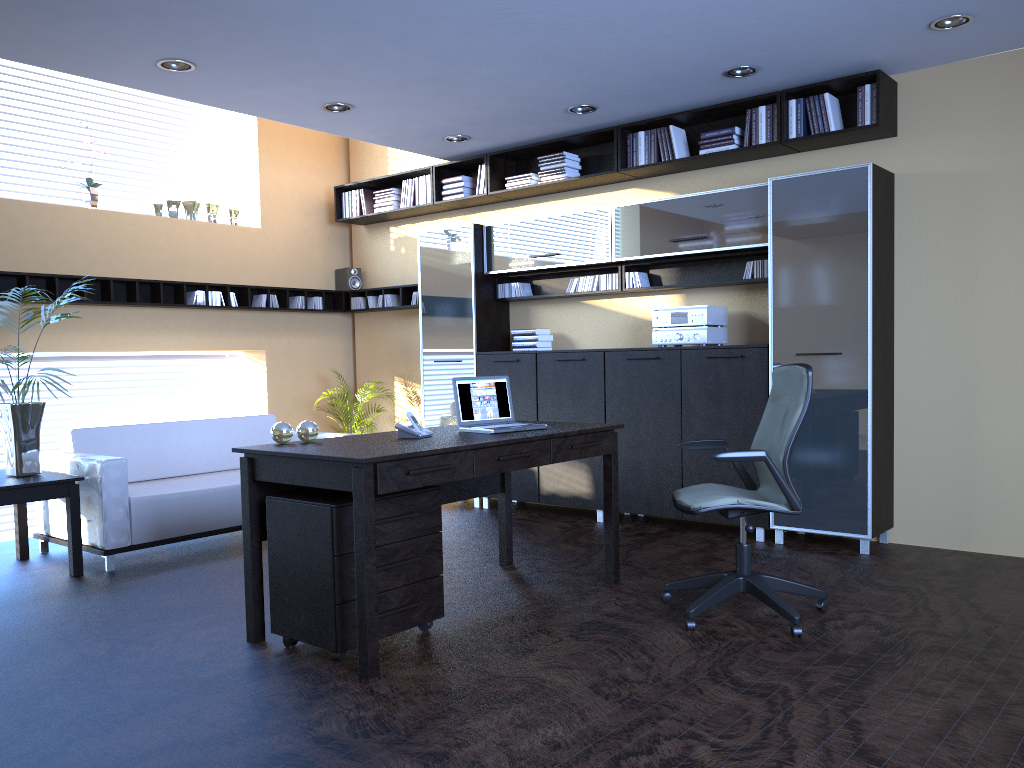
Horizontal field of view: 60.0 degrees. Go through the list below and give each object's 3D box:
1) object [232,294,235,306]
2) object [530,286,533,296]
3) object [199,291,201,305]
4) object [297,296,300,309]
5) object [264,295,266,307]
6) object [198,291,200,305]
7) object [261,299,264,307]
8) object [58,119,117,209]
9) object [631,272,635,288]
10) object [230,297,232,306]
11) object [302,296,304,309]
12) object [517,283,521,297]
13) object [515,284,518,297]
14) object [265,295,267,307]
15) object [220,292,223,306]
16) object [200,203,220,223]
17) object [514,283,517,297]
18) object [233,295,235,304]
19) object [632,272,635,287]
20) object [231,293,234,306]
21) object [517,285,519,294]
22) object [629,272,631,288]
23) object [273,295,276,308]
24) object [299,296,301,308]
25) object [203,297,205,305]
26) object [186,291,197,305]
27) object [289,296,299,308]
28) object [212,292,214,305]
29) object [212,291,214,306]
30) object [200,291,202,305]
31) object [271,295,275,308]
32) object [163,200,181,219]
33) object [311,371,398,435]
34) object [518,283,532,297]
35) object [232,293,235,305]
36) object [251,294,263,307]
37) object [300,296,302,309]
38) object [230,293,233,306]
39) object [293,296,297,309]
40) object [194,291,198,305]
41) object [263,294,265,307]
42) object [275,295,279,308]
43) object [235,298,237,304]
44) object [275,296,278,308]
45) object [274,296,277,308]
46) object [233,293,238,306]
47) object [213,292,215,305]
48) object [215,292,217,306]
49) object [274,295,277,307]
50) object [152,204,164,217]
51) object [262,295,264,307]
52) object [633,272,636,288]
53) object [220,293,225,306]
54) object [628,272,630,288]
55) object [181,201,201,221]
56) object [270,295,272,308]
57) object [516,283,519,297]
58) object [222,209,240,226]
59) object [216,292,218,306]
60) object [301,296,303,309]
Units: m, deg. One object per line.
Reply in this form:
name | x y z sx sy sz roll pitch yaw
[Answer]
object | -2.537 -0.752 7.934 0.142 0.120 0.030 1 4 39
object | 0.119 -0.796 7.505 0.036 0.116 0.140 1 3 39
object | -2.743 -0.741 7.680 0.142 0.120 0.009 1 4 39
object | -2.085 -0.778 8.489 0.142 0.120 0.030 1 4 39
object | -2.327 -0.764 8.196 0.140 0.118 0.026 1 4 39
object | -2.749 -0.740 7.671 0.142 0.120 0.009 1 4 39
object | -2.339 -0.764 8.180 0.142 0.120 0.030 1 4 39
object | -3.383 -1.753 7.176 0.351 0.696 0.436 0 3 19
object | 0.953 -0.795 6.817 0.009 0.120 0.142 1 3 39
object | -2.548 -0.751 7.916 0.142 0.120 0.030 1 4 39
object | -2.049 -0.780 8.527 0.142 0.120 0.009 1 4 39
object | 0.101 -0.796 7.507 0.030 0.120 0.142 1 3 39
object | 0.078 -0.796 7.528 0.026 0.118 0.140 1 3 39
object | -2.321 -0.765 8.205 0.142 0.120 0.030 1 4 39
object | -2.606 -0.747 7.855 0.142 0.122 0.041 1 4 39
object | -2.724 -1.528 7.982 0.137 0.174 0.144 0 3 30
object | 0.064 -0.797 7.545 0.009 0.120 0.142 1 3 39
object | -2.531 -0.753 7.943 0.140 0.118 0.026 1 4 39
object | 0.971 -0.794 6.804 0.026 0.118 0.140 1 3 39
object | -2.542 -0.752 7.924 0.142 0.120 0.030 1 4 39
object | 0.097 -0.797 7.519 0.030 0.120 0.142 1 3 39
object | 0.945 -0.795 6.823 0.009 0.120 0.142 1 3 40
object | -2.259 -0.768 8.265 0.142 0.120 0.030 1 4 39
object | -2.074 -0.779 8.493 0.140 0.118 0.026 1 4 39
object | -2.720 -0.742 7.714 0.142 0.120 0.009 1 4 39
object | -2.772 -0.738 7.646 0.142 0.118 0.040 1 4 39
object | -2.093 -0.777 8.476 0.142 0.118 0.040 1 4 39
object | -2.661 -0.745 7.777 0.142 0.120 0.009 1 4 39
object | -2.659 -0.745 7.775 0.142 0.124 0.009 1 4 39
object | -2.737 -0.741 7.687 0.142 0.120 0.009 1 4 39
object | -2.268 -0.767 8.260 0.142 0.120 0.030 1 4 39
object | -2.951 -1.508 7.706 0.133 0.160 0.126 -3 3 -30
object | -1.467 0.444 8.430 0.840 1.242 0.688 -2 3 -17
object | 0.115 -0.795 7.500 0.040 0.118 0.142 1 3 39
object | -2.533 -0.753 7.944 0.142 0.120 0.030 1 4 39
object | -2.345 -0.762 8.166 0.142 0.118 0.040 1 4 39
object | -2.068 -0.779 8.502 0.142 0.120 0.030 1 4 39
object | -2.546 -0.752 7.915 0.140 0.118 0.026 1 4 39
object | -2.095 -0.776 8.478 0.142 0.122 0.041 1 4 39
object | -2.756 -0.740 7.664 0.142 0.120 0.009 1 4 39
object | -2.331 -0.764 8.187 0.142 0.120 0.030 1 4 39
object | -2.240 -0.768 8.296 0.142 0.118 0.040 1 4 39
object | -2.520 -0.752 7.953 0.140 0.116 0.036 1 4 39
object | -2.245 -0.769 8.281 0.140 0.118 0.026 1 4 39
object | -2.255 -0.768 8.275 0.142 0.120 0.030 1 4 39
object | -2.521 -0.752 7.953 0.142 0.118 0.040 1 4 39
object | -2.653 -0.746 7.784 0.142 0.120 0.009 1 4 39
object | -2.643 -0.747 7.802 0.142 0.120 0.009 1 4 39
object | -2.249 -0.769 8.284 0.142 0.120 0.030 1 4 39
object | -3.034 -1.481 7.606 0.089 0.114 0.094 -2 3 -15
object | -2.338 -0.764 8.179 0.140 0.118 0.026 1 4 39
object | 0.977 -0.794 6.796 0.030 0.120 0.142 1 3 39
object | -2.604 -0.747 7.854 0.142 0.118 0.040 1 4 39
object | 0.934 -0.795 6.825 0.009 0.120 0.142 1 3 39
object | -2.840 -1.522 7.846 0.137 0.174 0.144 -1 3 0
object | -2.282 -0.767 8.244 0.142 0.120 0.009 1 4 39
object | 0.087 -0.796 7.523 0.030 0.120 0.142 1 3 39
object | -2.580 -1.524 8.159 0.117 0.149 0.124 1 3 40
object | -2.637 -0.747 7.810 0.142 0.120 0.009 1 4 39
object | -2.060 -0.779 8.508 0.142 0.120 0.030 1 4 39
